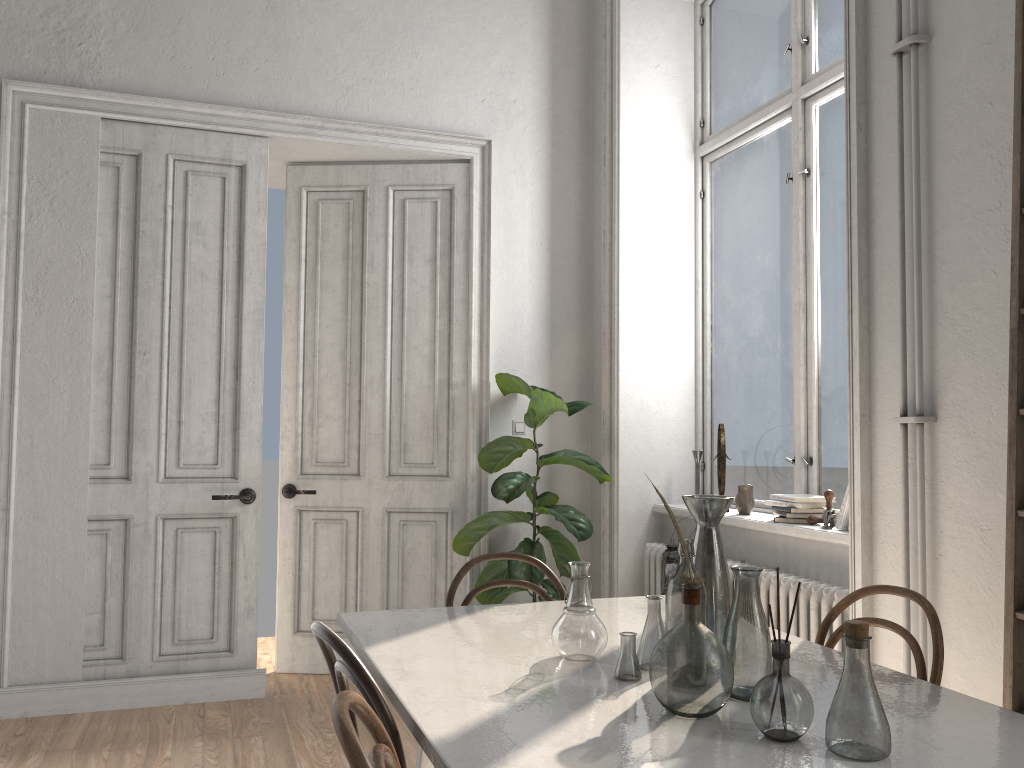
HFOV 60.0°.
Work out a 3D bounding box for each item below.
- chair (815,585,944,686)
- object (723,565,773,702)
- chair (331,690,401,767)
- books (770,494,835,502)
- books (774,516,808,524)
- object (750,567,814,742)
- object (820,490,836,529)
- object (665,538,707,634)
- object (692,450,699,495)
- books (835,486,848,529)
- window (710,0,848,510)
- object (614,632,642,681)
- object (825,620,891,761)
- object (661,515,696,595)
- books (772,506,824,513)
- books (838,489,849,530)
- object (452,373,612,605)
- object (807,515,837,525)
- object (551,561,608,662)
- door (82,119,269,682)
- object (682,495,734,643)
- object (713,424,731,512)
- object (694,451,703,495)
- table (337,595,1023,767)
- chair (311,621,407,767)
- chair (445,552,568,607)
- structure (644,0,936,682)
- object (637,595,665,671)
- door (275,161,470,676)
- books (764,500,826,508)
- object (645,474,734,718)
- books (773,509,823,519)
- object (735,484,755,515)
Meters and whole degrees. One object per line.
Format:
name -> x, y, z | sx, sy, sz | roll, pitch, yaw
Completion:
chair -> 0.747, 0.970, 2.143 | 0.549, 0.920, 0.438 | 2, -3, -21
object -> 0.471, 0.496, 1.776 | 0.100, 0.255, 0.098 | 3, -4, -42
chair -> 0.010, 0.911, 1.281 | 0.549, 0.920, 0.438 | 1, -3, -8
books -> 1.232, 0.484, 3.765 | 0.174, 0.019, 0.244 | 1, -3, -9
books -> 1.218, 0.576, 3.788 | 0.147, 0.023, 0.221 | -1, -4, 30
object -> 0.466, 0.468, 1.536 | 0.107, 0.283, 0.107 | 2, -3, -24
object -> 1.256, 0.495, 3.513 | 0.048, 0.153, 0.088 | -2, -4, 41
object -> 0.366, 0.477, 1.861 | 0.086, 0.301, 0.086 | 2, -4, -33
object -> 0.961, 0.491, 4.619 | 0.095, 0.288, 0.095 | 0, -3, 13
books -> 1.350, 0.469, 3.453 | 0.155, 0.194, 0.105 | 2, -3, -20
window -> 1.347, -0.865, 4.063 | 0.013, 2.842, 1.623 | 2, -3, -19
object -> 0.249, 0.582, 1.899 | 0.058, 0.094, 0.058 | 0, -3, 9
object -> 0.570, 0.500, 1.464 | 0.101, 0.211, 0.101 | -1, -3, 20
object -> 0.689, 0.733, 3.711 | 0.163, 0.383, 0.154 | -2, -4, 45
books -> 1.217, 0.531, 3.780 | 0.147, 0.023, 0.221 | 1, -3, -3
books -> 1.359, 0.448, 3.415 | 0.174, 0.235, 0.100 | 2, -3, -19
object -> 0.715, 0.499, 2.027 | 0.792, 1.841, 5.829 | 1, -3, -14
object -> 1.281, 0.553, 3.609 | 0.153, 0.048, 0.088 | -1, -4, 21
object -> 0.158, 0.529, 2.071 | 0.132, 0.219, 0.132 | 2, -4, -29
door -> -1.787, 0.127, 4.330 | 1.097, 2.813, 0.216 | 1, -3, -17
object -> 0.440, 0.445, 1.992 | 0.116, 0.382, 0.116 | 1, -3, -8
object -> 1.025, 0.405, 4.320 | 0.087, 0.425, 0.347 | 0, -3, 14
object -> 0.944, 0.483, 4.489 | 0.095, 0.288, 0.095 | 0, -3, 4
table -> 0.365, 1.008, 1.687 | 1.100, 0.779, 2.201 | 2, -4, -19
chair -> -0.145, 0.944, 1.846 | 0.549, 0.920, 0.438 | 2, -3, -23
chair -> 0.028, 0.991, 2.605 | 0.438, 0.920, 0.549 | 1, -3, -11
structure -> 1.538, -0.797, 2.234 | 0.340, 4.472, 5.184 | 2, -3, -19
object -> 0.319, 0.556, 1.989 | 0.083, 0.158, 0.083 | 2, -3, -23
door -> -0.741, 0.168, 4.862 | 1.097, 2.813, 0.216 | 0, -3, 6
books -> 1.207, 0.510, 3.775 | 0.155, 0.020, 0.205 | 2, -4, -29
object -> 0.338, 0.393, 1.674 | 0.157, 0.446, 0.157 | 1, -3, -1
books -> 1.217, 0.553, 3.782 | 0.155, 0.022, 0.205 | 0, -3, 1
object -> 1.083, 0.535, 4.129 | 0.102, 0.142, 0.100 | 4, -4, -44
